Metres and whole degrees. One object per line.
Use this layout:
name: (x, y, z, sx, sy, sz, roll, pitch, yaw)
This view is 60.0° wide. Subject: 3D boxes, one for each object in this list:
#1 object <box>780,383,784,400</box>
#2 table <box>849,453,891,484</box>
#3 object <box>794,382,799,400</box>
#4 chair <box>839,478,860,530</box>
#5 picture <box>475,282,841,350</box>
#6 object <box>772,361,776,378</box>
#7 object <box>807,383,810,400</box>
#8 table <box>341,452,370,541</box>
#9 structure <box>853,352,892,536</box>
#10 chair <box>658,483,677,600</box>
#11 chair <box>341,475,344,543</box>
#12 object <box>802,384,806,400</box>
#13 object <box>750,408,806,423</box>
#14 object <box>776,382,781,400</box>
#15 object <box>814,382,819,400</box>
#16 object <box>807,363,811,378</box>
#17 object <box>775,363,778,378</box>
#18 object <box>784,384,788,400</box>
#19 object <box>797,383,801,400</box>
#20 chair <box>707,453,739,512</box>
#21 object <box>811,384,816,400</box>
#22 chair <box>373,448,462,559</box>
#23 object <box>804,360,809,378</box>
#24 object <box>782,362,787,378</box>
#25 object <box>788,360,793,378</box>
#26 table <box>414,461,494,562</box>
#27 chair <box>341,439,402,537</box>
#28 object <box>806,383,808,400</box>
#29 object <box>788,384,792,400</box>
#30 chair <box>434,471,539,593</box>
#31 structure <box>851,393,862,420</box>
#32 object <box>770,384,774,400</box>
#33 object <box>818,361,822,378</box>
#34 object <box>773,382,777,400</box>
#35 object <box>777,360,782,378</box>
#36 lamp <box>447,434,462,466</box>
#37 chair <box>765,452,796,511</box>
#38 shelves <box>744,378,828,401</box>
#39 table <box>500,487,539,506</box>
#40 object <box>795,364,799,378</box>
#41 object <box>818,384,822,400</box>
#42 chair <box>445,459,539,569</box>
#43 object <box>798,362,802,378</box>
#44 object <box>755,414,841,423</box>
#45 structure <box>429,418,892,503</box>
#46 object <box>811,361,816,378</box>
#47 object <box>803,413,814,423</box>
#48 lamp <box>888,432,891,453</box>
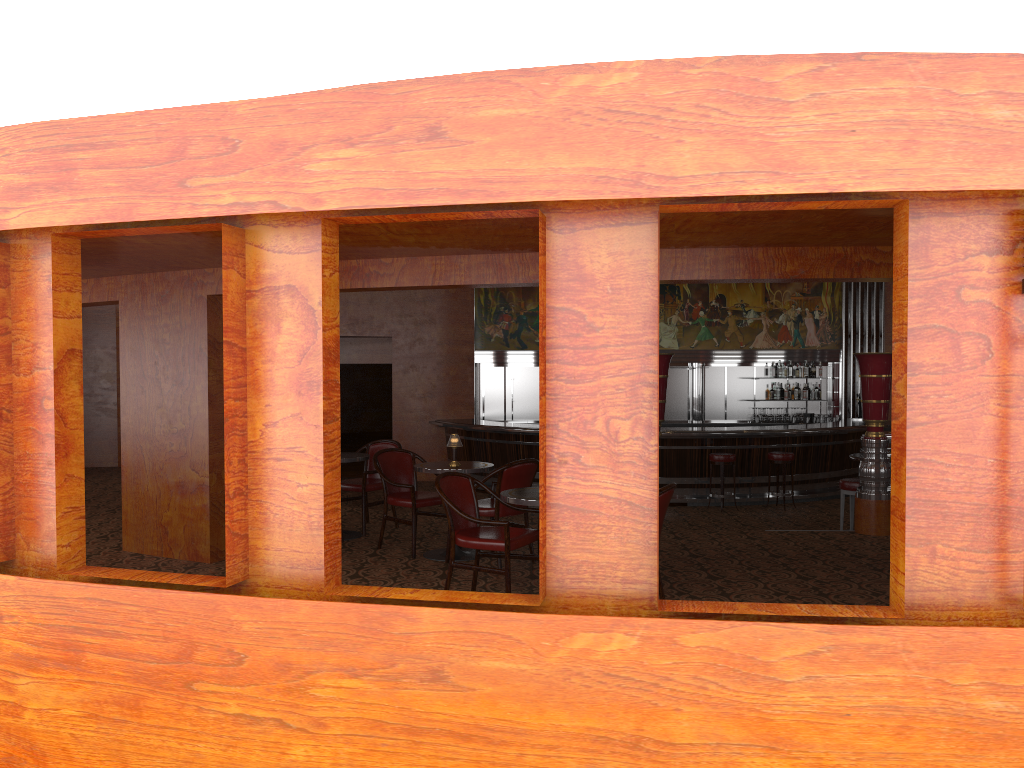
object: (4.633, 0.127, 15.249, 0.090, 0.293, 0.090, -1, 2, -20)
table: (4.013, 1.242, 9.372, 0.849, 0.960, 0.849, 0, 1, 4)
object: (4.844, 0.122, 15.110, 0.078, 0.305, 0.078, 1, 2, 40)
chair: (3.501, 1.351, 8.989, 0.350, 0.756, 0.350, -1, 2, -40)
picture: (2.480, -1.247, 15.165, 6.254, 1.323, 0.001, 0, 2, 1)
object: (4.458, -0.244, 15.112, 0.067, 0.283, 0.067, -2, 2, -43)
object: (5.091, 0.126, 15.268, 0.090, 0.293, 0.090, 1, 2, 35)
table: (-1.585, 0.996, 7.892, 0.639, 0.720, 0.639, 0, 1, -9)
structure: (5.049, -0.076, 8.879, 4.353, 3.607, 0.549, -1, 2, -24)
chair: (0.664, 0.983, 5.276, 0.615, 0.817, 0.587, 1, 2, 26)
chair: (-1.840, 0.954, 7.515, 0.588, 0.817, 0.615, 1, 2, 36)
object: (4.974, 0.134, 15.081, 0.067, 0.283, 0.067, -1, 2, -24)
object: (4.570, 0.532, 15.136, 0.951, 0.245, 0.396, 0, 1, 5)
object: (4.553, 0.122, 15.145, 0.078, 0.305, 0.078, 0, 2, -5)
object: (5.208, 0.121, 15.162, 0.078, 0.305, 0.078, 0, 2, 15)
object: (5.094, -0.235, 15.243, 0.090, 0.256, 0.090, 0, 2, 8)
object: (4.531, -0.233, 15.216, 0.090, 0.256, 0.090, 1, 2, 23)
object: (4.687, 0.133, 15.141, 0.067, 0.283, 0.067, -1, 2, -33)
object: (4.906, 0.127, 15.203, 0.090, 0.293, 0.090, 0, 2, -5)
chair: (2.814, 1.310, 11.850, 0.350, 0.756, 0.350, -1, 2, -25)
object: (5.136, 0.138, 15.119, 0.080, 0.272, 0.080, 0, 2, 5)
chair: (-0.822, 0.955, 7.340, 0.615, 0.817, 0.587, 1, 2, 41)
object: (5.009, -0.257, 15.093, 0.078, 0.305, 0.078, -1, 2, -18)
object: (4.649, -0.240, 15.108, 0.080, 0.272, 0.080, 0, 2, -5)
object: (4.739, -0.256, 15.083, 0.078, 0.305, 0.078, 0, 2, -10)
table: (-0.462, 1.006, 7.076, 0.639, 0.720, 0.639, 1, 1, 28)
chair: (-1.353, 0.942, 8.272, 0.588, 0.817, 0.615, 1, 2, 36)
object: (5.029, 0.133, 15.148, 0.067, 0.283, 0.067, -1, 2, -38)
object: (4.763, 0.137, 15.222, 0.080, 0.272, 0.080, 0, 2, 5)
chair: (-0.166, 0.979, 5.624, 0.615, 0.817, 0.587, 1, 2, 26)
structure: (5.826, 0.365, 14.726, 0.360, 0.540, 0.280, 0, 2, 21)
object: (4.461, 0.138, 15.209, 0.080, 0.272, 0.080, 0, 2, 5)
object: (5.249, -0.246, 15.092, 0.067, 0.283, 0.067, 0, 2, 13)
object: (4.549, 0.121, 15.235, 0.078, 0.305, 0.206, 0, 1, -2)
object: (4.564, -0.256, 15.109, 0.078, 0.305, 0.078, 0, 2, -8)
lamp: (-0.458, 0.521, 7.064, 0.130, 0.250, 0.130, 1, 2, 23)
chair: (3.636, 1.306, 11.993, 0.350, 0.756, 0.350, 1, 2, 43)
shelves: (4.056, 0.001, 15.201, 2.594, 0.568, 0.339, 0, 1, 1)
table: (0.248, 1.029, 5.441, 0.639, 0.720, 0.639, 1, 2, 31)
object: (4.861, -0.223, 15.106, 0.070, 0.238, 0.070, -1, 2, -24)
object: (5.283, 0.136, 15.247, 0.080, 0.272, 0.080, 0, 2, 0)
chair: (-0.110, 0.961, 6.789, 0.615, 0.817, 0.587, 1, 2, 41)
object: (4.934, -0.242, 15.200, 0.080, 0.272, 0.080, -1, 2, -30)
object: (4.866, 0.586, 15.179, 1.425, 0.135, 0.403, 0, 1, 7)
structure: (2.447, 1.138, 13.617, 7.810, 1.048, 3.206, 0, 1, 1)
object: (5.125, -0.250, 15.076, 0.090, 0.293, 0.090, 1, 2, 35)
object: (5.044, 0.575, 15.088, 0.169, 0.156, 0.195, 0, 1, 26)
lamp: (4.012, 0.637, 9.381, 0.130, 0.250, 0.130, 0, 2, 22)
